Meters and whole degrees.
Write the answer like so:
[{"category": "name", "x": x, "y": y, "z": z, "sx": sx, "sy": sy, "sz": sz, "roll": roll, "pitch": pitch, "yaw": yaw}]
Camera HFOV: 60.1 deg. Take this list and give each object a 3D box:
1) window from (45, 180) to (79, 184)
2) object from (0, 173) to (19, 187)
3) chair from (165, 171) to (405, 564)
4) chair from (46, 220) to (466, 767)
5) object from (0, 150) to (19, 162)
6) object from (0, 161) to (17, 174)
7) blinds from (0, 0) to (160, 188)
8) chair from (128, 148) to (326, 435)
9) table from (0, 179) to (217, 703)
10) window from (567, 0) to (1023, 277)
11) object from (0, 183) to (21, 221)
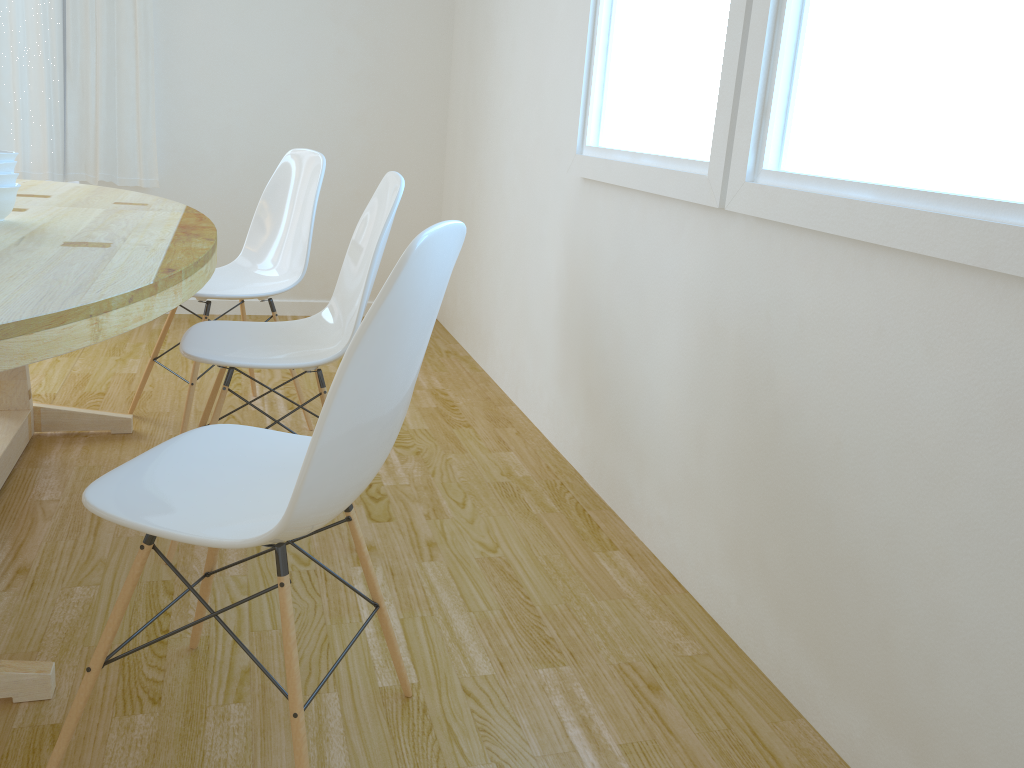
[{"category": "window", "x": -3.236, "y": -1.796, "z": 3.531, "sx": 2.726, "sy": 1.891, "sz": 0.089, "roll": 0, "pitch": 14, "yaw": -18}, {"category": "object", "x": -1.198, "y": -0.435, "z": 2.000, "sx": 0.152, "sy": 0.091, "sz": 0.153, "roll": 11, "pitch": 17, "yaw": 20}, {"category": "chair", "x": -0.563, "y": -0.084, "z": 2.180, "sx": 0.523, "sy": 0.889, "sz": 0.436, "roll": 0, "pitch": 15, "yaw": -18}, {"category": "chair", "x": -0.379, "y": 0.171, "z": 1.374, "sx": 0.524, "sy": 0.889, "sz": 0.435, "roll": 8, "pitch": 14, "yaw": 11}, {"category": "object", "x": -1.194, "y": -0.486, "z": 1.990, "sx": 0.152, "sy": 0.086, "sz": 0.154, "roll": 8, "pitch": 16, "yaw": 10}, {"category": "object", "x": -1.199, "y": -0.459, "z": 1.994, "sx": 0.150, "sy": 0.094, "sz": 0.154, "roll": 4, "pitch": 16, "yaw": -2}, {"category": "blinds", "x": -1.910, "y": -1.924, "z": 3.709, "sx": 0.795, "sy": 2.129, "sz": 0.152, "roll": 1, "pitch": 14, "yaw": -17}, {"category": "chair", "x": -0.899, "y": -0.308, "z": 2.841, "sx": 0.525, "sy": 0.889, "sz": 0.434, "roll": -8, "pitch": 19, "yaw": -42}, {"category": "table", "x": -1.292, "y": 0.002, "z": 1.982, "sx": 1.193, "sy": 0.715, "sz": 2.223, "roll": -1, "pitch": 17, "yaw": -19}, {"category": "window", "x": -0.641, "y": -0.885, "z": 1.392, "sx": 2.548, "sy": 2.024, "sz": 1.908, "roll": 0, "pitch": 16, "yaw": -18}, {"category": "object", "x": -1.196, "y": -0.413, "z": 2.004, "sx": 0.152, "sy": 0.081, "sz": 0.153, "roll": 11, "pitch": 17, "yaw": 20}]
